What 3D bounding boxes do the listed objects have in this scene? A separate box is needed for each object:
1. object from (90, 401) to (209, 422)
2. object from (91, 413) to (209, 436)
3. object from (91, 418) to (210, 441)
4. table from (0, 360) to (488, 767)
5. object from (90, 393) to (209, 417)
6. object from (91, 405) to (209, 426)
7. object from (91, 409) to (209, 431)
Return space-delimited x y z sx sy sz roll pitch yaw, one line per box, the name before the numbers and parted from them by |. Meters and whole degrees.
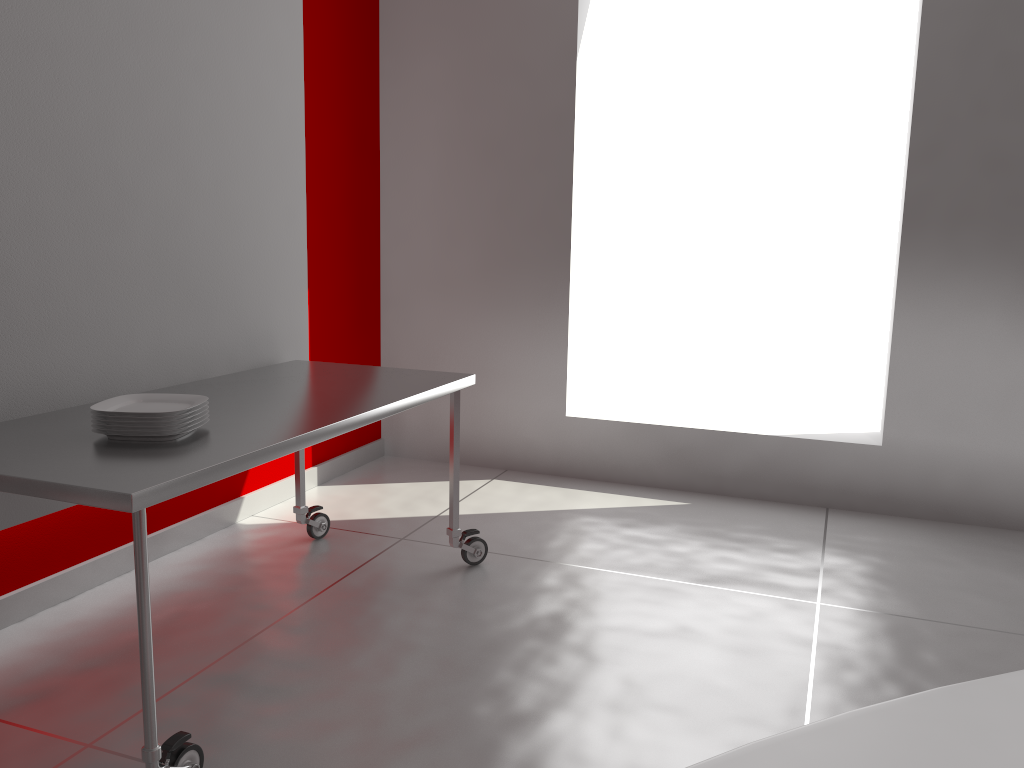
object | -0.825 0.062 2.030 0.228 0.020 0.228 2 10 2
object | -0.825 0.092 2.035 0.228 0.020 0.228 2 10 2
object | -0.825 0.102 2.037 0.228 0.020 0.228 2 10 2
table | -0.725 0.384 2.491 0.749 0.682 1.627 5 10 21
object | -0.824 0.052 2.028 0.228 0.020 0.228 2 10 2
object | -0.825 0.072 2.032 0.228 0.020 0.228 2 10 2
object | -0.825 0.082 2.033 0.228 0.020 0.228 2 10 2
